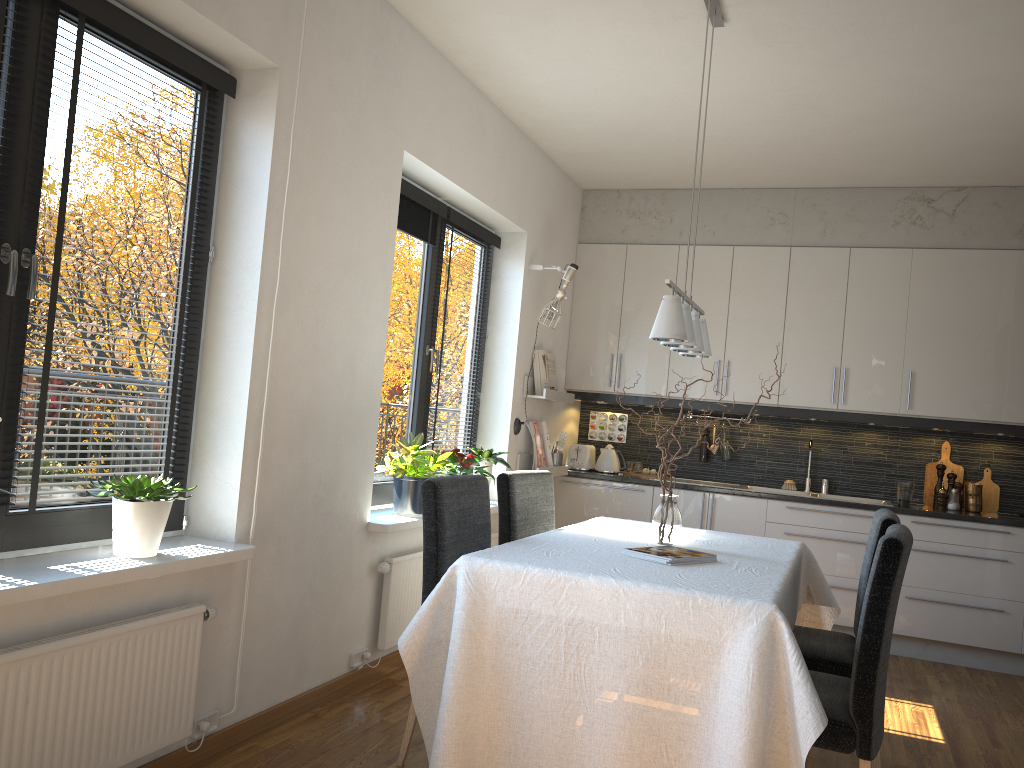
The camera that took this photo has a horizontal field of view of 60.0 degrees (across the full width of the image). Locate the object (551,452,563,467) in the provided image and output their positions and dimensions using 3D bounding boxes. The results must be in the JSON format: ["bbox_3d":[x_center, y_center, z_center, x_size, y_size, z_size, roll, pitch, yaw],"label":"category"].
[{"bbox_3d":[0.277,0.510,5.766,0.103,0.124,0.103,5,-2,18],"label":"object"}]

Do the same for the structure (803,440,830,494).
[{"bbox_3d":[2.002,0.543,5.783,0.167,0.347,0.195,5,-1,13],"label":"structure"}]

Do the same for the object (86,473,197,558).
[{"bbox_3d":[-1.079,0.373,2.564,0.283,0.237,0.267,5,-2,3],"label":"object"}]

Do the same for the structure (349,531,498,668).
[{"bbox_3d":[-0.355,1.012,4.323,0.078,0.459,1.458,5,-2,22],"label":"structure"}]

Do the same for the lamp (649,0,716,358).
[{"bbox_3d":[0.689,-0.769,3.292,0.131,1.284,0.760,5,-2,21],"label":"lamp"}]

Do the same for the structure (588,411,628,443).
[{"bbox_3d":[0.686,0.310,6.384,0.279,0.209,0.045,4,-1,21],"label":"structure"}]

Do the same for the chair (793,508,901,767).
[{"bbox_3d":[1.142,0.937,3.367,0.544,0.960,0.462,5,-2,21],"label":"chair"}]

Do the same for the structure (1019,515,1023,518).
[{"bbox_3d":[3.308,0.793,5.050,0.662,0.041,0.501,4,-2,21],"label":"structure"}]

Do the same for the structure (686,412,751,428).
[{"bbox_3d":[1.414,0.249,6.100,0.442,0.081,0.067,4,-2,21],"label":"structure"}]

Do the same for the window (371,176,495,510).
[{"bbox_3d":[-0.450,-0.169,4.529,0.119,1.587,1.562,5,-2,21],"label":"window"}]

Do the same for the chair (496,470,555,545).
[{"bbox_3d":[0.225,0.867,3.720,0.544,0.960,0.462,4,-2,26],"label":"chair"}]

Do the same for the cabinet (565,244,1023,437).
[{"bbox_3d":[2.445,-0.271,5.531,4.234,1.069,0.458,4,-2,21],"label":"cabinet"}]

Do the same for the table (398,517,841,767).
[{"bbox_3d":[0.520,0.975,3.238,1.235,0.762,1.858,4,-2,22],"label":"table"}]

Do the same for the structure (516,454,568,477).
[{"bbox_3d":[0.198,0.509,5.565,0.147,0.129,0.595,4,-2,21],"label":"structure"}]

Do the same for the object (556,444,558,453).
[{"bbox_3d":[0.284,0.468,5.757,0.020,0.200,0.007,4,-2,42],"label":"object"}]

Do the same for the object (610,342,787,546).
[{"bbox_3d":[0.653,0.217,3.343,0.615,0.784,0.403,5,-1,-4],"label":"object"}]

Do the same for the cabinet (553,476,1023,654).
[{"bbox_3d":[2.193,1.100,5.159,4.222,0.690,0.040,4,-1,21],"label":"cabinet"}]

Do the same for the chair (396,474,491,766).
[{"bbox_3d":[-0.025,0.821,3.063,0.544,0.960,0.462,5,-2,21],"label":"chair"}]

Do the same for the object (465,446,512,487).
[{"bbox_3d":[-0.169,0.502,4.918,0.354,0.315,0.292,5,-2,12],"label":"object"}]

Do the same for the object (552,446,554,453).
[{"bbox_3d":[0.256,0.469,5.796,0.007,0.161,0.087,5,-2,22],"label":"object"}]

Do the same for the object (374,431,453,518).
[{"bbox_3d":[-0.454,0.411,4.086,0.299,0.384,0.334,4,-2,36],"label":"object"}]

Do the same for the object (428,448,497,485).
[{"bbox_3d":[-0.260,0.483,4.527,0.371,0.308,0.380,5,-2,-4],"label":"object"}]

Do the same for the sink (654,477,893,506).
[{"bbox_3d":[1.651,0.762,5.670,1.421,0.168,0.475,4,-2,21],"label":"sink"}]

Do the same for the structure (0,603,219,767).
[{"bbox_3d":[-1.168,0.861,2.181,0.078,0.459,1.458,5,-2,20],"label":"structure"}]

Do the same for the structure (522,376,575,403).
[{"bbox_3d":[0.240,0.038,5.575,0.147,0.129,0.595,4,-2,21],"label":"structure"}]

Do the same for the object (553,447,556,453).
[{"bbox_3d":[0.260,0.481,5.741,0.007,0.159,0.089,6,-2,-19],"label":"object"}]

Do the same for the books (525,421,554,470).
[{"bbox_3d":[0.175,0.394,5.514,0.138,0.330,0.283,5,-2,19],"label":"books"}]

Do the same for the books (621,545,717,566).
[{"bbox_3d":[0.533,0.575,2.985,0.278,0.022,0.204,7,-3,-42],"label":"books"}]

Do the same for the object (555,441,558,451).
[{"bbox_3d":[0.282,0.469,5.798,0.014,0.193,0.043,4,-2,32],"label":"object"}]

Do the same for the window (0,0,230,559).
[{"bbox_3d":[-12.212,1.062,7.040,12.982,18.364,21.821,6,-2,-39],"label":"window"}]

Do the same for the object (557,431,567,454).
[{"bbox_3d":[0.322,0.440,5.781,0.060,0.267,0.119,5,-1,12],"label":"object"}]

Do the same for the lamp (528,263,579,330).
[{"bbox_3d":[0.225,-0.520,5.238,0.311,0.395,0.131,4,-2,26],"label":"lamp"}]

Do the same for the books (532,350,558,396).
[{"bbox_3d":[0.226,-0.054,5.572,0.109,0.299,0.364,5,-2,21],"label":"books"}]

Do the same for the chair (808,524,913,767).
[{"bbox_3d":[0.892,0.890,2.710,0.544,0.960,0.462,4,-2,26],"label":"chair"}]

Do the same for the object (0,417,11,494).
[{"bbox_3d":[-1.251,0.231,1.939,0.340,0.443,0.286,5,-2,9],"label":"object"}]
